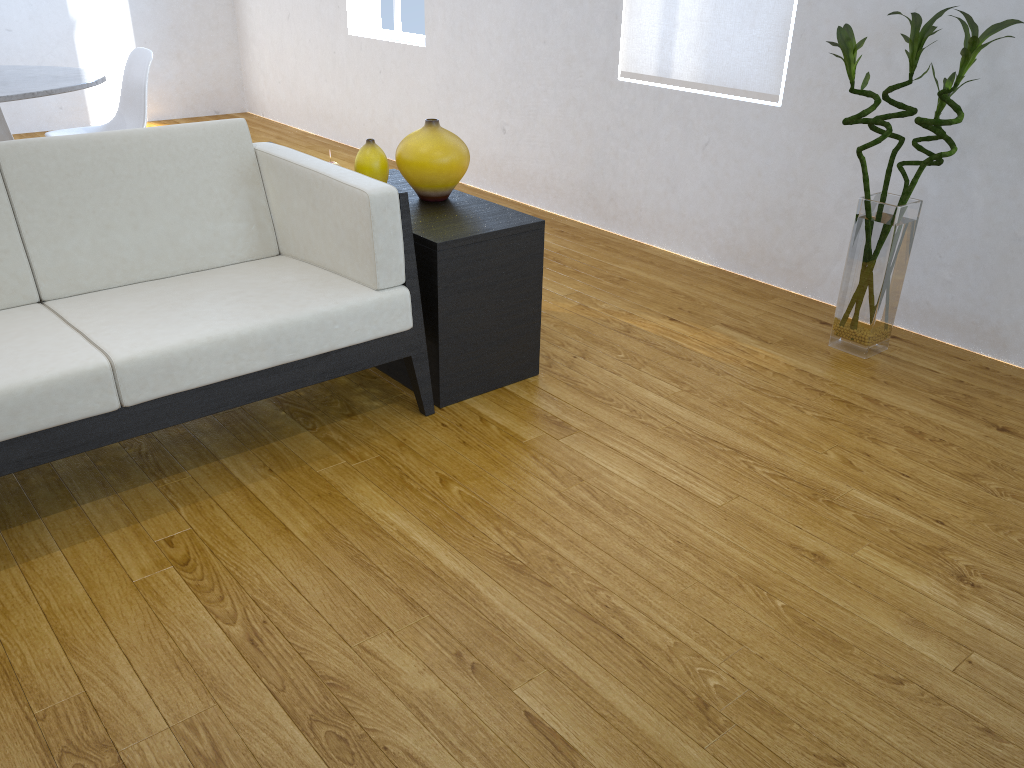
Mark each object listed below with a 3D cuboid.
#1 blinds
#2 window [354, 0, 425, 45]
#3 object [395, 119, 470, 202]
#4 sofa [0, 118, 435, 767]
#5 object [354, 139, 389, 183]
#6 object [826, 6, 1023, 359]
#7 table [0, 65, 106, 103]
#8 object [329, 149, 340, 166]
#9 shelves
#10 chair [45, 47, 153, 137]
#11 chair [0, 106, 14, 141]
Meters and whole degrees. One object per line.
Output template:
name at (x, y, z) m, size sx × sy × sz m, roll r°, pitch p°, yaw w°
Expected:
blinds at (0.702, -2.049, 2.816) m, size 0.007 × 2.138 × 0.755 m, roll -20°, pitch 34°, yaw -35°
window at (-0.593, -2.820, 4.299) m, size 0.073 × 2.156 × 0.768 m, roll -20°, pitch 34°, yaw -35°
object at (-0.220, -0.624, 2.467) m, size 0.207 × 0.218 × 0.204 m, roll 2°, pitch 27°, yaw 1°
sofa at (-0.834, 0.181, 1.339) m, size 5.310 × 0.688 × 9.646 m, roll -19°, pitch 33°, yaw -36°
object at (-0.391, -0.601, 2.474) m, size 0.095 × 0.162 × 0.094 m, roll 2°, pitch 27°, yaw 1°
object at (1.114, -0.582, 2.613) m, size 0.483 × 0.993 × 0.376 m, roll 12°, pitch 29°, yaw 20°
table at (-2.338, -0.682, 3.043) m, size 1.900 × 0.631 × 1.062 m, roll -20°, pitch 33°, yaw -36°
object at (-0.531, -0.638, 2.606) m, size 0.071 × 0.105 × 0.070 m, roll -5°, pitch 28°, yaw -12°
shelves at (-0.284, -0.312, 2.595) m, size 0.347 × 0.457 × 0.724 m, roll -20°, pitch 34°, yaw -35°
chair at (-1.618, -1.121, 3.482) m, size 0.417 × 0.356 × 0.402 m, roll -18°, pitch 33°, yaw -33°
chair at (-1.813, -0.809, 2.844) m, size 0.403 × 0.356 × 0.416 m, roll -20°, pitch 34°, yaw -36°
